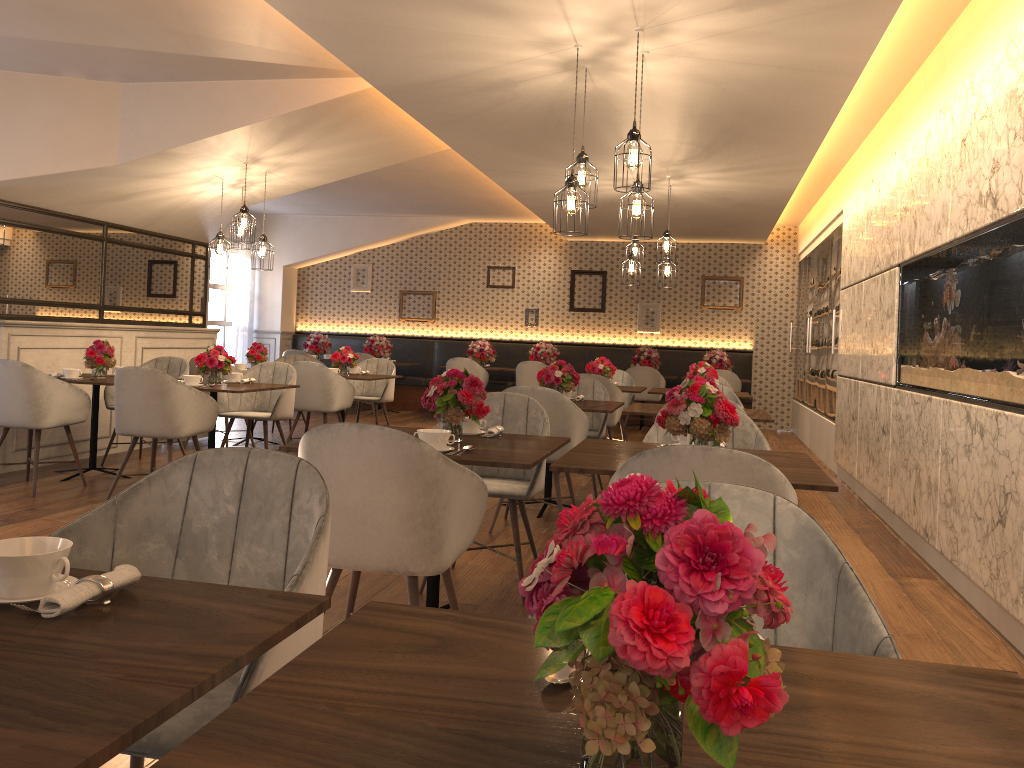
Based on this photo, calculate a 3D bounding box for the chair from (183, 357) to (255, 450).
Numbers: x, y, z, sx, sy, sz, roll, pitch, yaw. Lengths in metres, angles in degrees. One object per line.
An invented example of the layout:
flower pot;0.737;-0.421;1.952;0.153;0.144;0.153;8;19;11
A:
chair;-2.688;0.177;8.139;0.565;0.873;0.526;2;0;12

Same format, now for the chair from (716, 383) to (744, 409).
chair;1.384;0.433;6.379;0.565;0.873;0.526;2;0;12

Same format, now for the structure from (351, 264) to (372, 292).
structure;-2.380;-1.674;13.975;0.340;0.440;0.034;3;0;12

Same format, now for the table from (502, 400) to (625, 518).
table;0.253;0.483;5.953;0.896;0.721;0.896;3;2;12

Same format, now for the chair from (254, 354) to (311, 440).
chair;-2.435;0.123;9.443;0.565;0.873;0.526;2;0;12

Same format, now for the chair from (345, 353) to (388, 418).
chair;-2.019;0.003;12.240;0.565;0.873;0.526;2;0;12

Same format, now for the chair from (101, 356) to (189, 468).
chair;-2.931;0.214;7.173;0.565;0.873;0.526;2;0;12

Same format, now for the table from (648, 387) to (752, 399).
table;1.717;0.435;8.169;0.896;0.721;0.896;3;2;12

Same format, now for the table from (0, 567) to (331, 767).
table;-0.825;0.681;1.014;0.896;0.721;0.896;3;2;12

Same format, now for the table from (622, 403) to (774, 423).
table;1.189;0.532;5.748;0.896;0.721;0.896;3;2;12

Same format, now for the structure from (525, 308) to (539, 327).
structure;0.301;-1.004;13.386;0.216;0.278;0.018;3;0;12

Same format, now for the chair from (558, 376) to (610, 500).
chair;0.448;0.384;6.584;0.565;0.873;0.526;2;0;12

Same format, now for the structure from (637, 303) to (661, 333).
structure;2.015;-0.971;13.004;0.340;0.440;0.034;3;0;12

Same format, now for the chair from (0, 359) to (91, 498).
chair;-3.183;0.268;5.869;0.565;0.873;0.526;2;0;12

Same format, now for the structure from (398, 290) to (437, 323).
structure;-1.470;-1.209;13.767;0.601;0.486;0.032;3;0;12

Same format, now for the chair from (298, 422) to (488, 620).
chair;-0.399;0.536;2.771;0.565;0.873;0.526;2;0;12

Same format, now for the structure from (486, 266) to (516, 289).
structure;-0.167;-1.626;13.501;0.449;0.345;0.015;3;0;12

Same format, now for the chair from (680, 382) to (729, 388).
chair;1.615;0.388;7.505;0.565;0.873;0.526;2;0;12

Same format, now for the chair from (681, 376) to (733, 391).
chair;1.913;0.336;8.799;0.565;0.873;0.526;2;0;12

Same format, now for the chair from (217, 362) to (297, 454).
chair;-1.994;0.263;6.968;0.565;0.873;0.526;2;0;12

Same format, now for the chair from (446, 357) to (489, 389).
chair;-0.636;0.075;11.937;0.565;0.873;0.526;2;0;12

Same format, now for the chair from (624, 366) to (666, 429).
chair;1.683;0.197;11.429;0.565;0.873;0.526;2;0;12

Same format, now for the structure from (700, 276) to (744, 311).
structure;3.033;-1.313;12.788;0.601;0.486;0.032;3;0;12

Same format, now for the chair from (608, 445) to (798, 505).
chair;0.537;0.586;2.566;0.565;0.873;0.526;2;0;12

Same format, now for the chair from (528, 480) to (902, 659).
chair;0.307;0.632;1.440;0.565;0.873;0.526;2;0;12

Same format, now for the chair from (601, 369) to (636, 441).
chair;0.976;0.287;9.004;0.565;0.873;0.526;2;0;12

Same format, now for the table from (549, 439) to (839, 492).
table;0.639;0.633;3.230;0.896;0.721;0.896;3;2;12

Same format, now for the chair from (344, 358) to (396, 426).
chair;-1.499;0.172;9.238;0.565;0.873;0.526;2;0;12

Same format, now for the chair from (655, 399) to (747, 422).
chair;1.087;0.485;5.085;0.565;0.873;0.526;2;0;12

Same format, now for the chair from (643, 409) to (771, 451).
chair;0.835;0.534;3.860;0.565;0.873;0.526;2;0;12

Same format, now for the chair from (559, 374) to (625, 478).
chair;0.678;0.338;7.710;0.565;0.873;0.526;2;0;12

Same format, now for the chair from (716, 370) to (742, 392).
chair;2.619;0.246;11.224;0.565;0.873;0.526;2;0;12

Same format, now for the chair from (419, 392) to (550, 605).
chair;-0.102;0.485;4.065;0.565;0.873;0.526;2;0;12

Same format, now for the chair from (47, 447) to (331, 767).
chair;-0.630;0.582;1.645;0.565;0.873;0.526;2;0;12

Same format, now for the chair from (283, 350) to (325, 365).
chair;-2.955;-0.046;12.445;0.565;0.873;0.526;2;0;12

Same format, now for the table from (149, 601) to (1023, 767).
table;0.111;0.730;0.809;0.896;0.721;0.896;3;2;12

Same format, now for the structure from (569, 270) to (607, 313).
structure;1.134;-1.381;13.211;0.544;0.633;0.035;3;0;12

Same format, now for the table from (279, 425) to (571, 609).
table;-0.297;0.584;3.435;0.896;0.721;0.896;3;2;12

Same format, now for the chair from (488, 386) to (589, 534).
chair;0.150;0.435;5.290;0.565;0.873;0.526;2;0;12

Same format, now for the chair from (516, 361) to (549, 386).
chair;0.300;0.125;11.732;0.565;0.873;0.526;2;0;12

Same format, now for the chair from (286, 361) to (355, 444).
chair;-1.752;0.226;7.934;0.565;0.873;0.526;2;0;12

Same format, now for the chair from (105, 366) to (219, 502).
chair;-2.247;0.317;5.664;0.565;0.873;0.526;2;0;12
